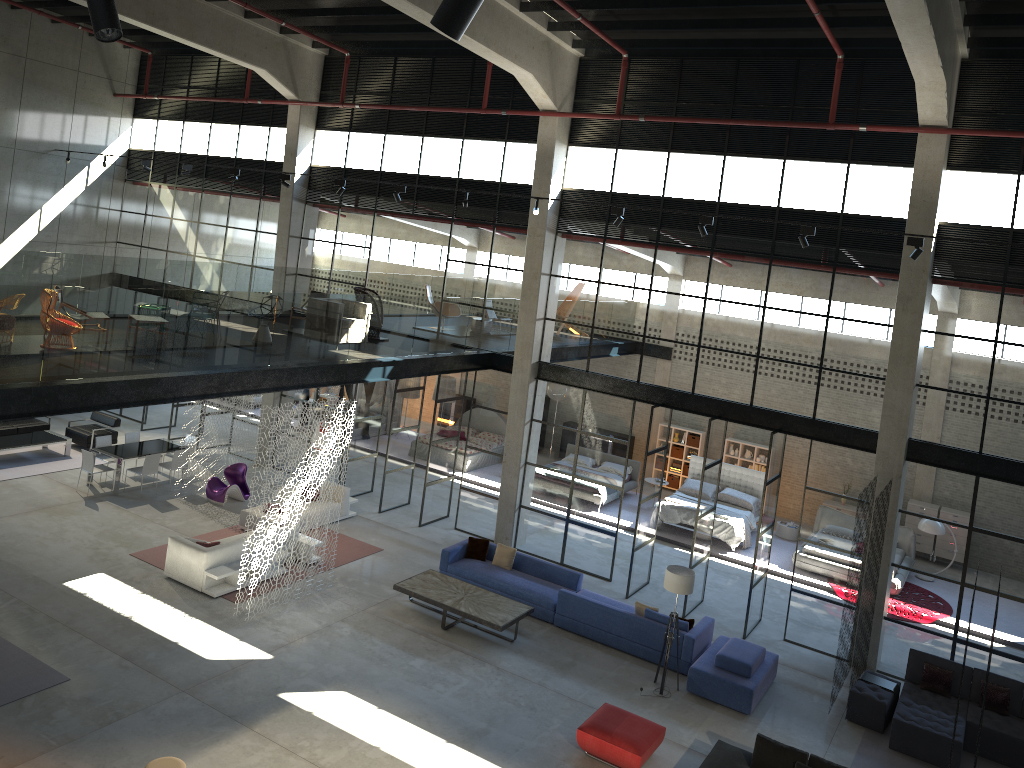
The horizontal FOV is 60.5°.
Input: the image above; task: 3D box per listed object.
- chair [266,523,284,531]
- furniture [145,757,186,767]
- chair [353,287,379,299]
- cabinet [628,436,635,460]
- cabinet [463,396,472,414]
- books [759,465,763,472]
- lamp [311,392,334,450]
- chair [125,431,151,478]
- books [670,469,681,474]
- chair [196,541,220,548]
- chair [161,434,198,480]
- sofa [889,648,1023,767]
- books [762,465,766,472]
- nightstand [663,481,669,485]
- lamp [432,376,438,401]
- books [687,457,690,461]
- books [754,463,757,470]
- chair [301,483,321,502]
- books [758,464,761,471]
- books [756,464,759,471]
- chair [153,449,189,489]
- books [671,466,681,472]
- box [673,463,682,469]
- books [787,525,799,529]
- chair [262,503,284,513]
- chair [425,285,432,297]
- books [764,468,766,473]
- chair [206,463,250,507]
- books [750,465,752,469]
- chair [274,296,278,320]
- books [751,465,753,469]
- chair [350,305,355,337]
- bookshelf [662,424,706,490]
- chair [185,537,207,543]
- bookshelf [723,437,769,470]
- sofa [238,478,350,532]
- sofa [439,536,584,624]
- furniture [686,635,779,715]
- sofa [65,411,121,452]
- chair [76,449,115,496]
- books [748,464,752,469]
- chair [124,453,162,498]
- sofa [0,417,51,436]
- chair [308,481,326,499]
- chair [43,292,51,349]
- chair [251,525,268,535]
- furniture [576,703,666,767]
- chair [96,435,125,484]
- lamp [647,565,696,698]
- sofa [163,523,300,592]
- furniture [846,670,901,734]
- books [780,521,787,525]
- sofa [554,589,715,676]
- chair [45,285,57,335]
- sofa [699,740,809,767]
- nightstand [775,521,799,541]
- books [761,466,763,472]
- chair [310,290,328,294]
[{"bbox_3d":[-4.241,2.607,15.417,0.271,0.321,0.395,10,6,31],"label":"chair"},{"bbox_3d":[-3.536,4.072,8.888,0.403,0.399,0.402,9,5,19],"label":"furniture"},{"bbox_3d":[-2.966,-1.455,17.971,0.687,0.983,0.833,8,4,0],"label":"chair"},{"bbox_3d":[2.423,1.883,25.279,2.104,1.156,0.448,12,4,30],"label":"cabinet"},{"bbox_3d":[-1.761,0.946,27.687,1.051,1.157,0.448,10,3,30],"label":"cabinet"},{"bbox_3d":[6.492,2.269,22.878,0.056,0.340,0.252,8,3,30],"label":"books"},{"bbox_3d":[-3.511,0.652,16.581,0.444,1.097,0.437,9,2,38],"label":"lamp"},{"bbox_3d":[-8.256,1.552,19.337,0.551,0.868,0.418,9,3,30],"label":"chair"},{"bbox_3d":[4.509,2.381,24.045,0.312,0.055,0.230,13,10,30],"label":"books"},{"bbox_3d":[-4.951,2.697,14.303,0.400,0.334,0.285,6,4,-15],"label":"chair"},{"bbox_3d":[-7.429,1.616,19.627,0.424,0.868,0.543,9,3,30],"label":"chair"},{"bbox_3d":[7.315,4.857,11.530,4.194,0.866,1.824,13,9,30],"label":"sofa"},{"bbox_3d":[6.556,2.289,22.840,0.036,0.331,0.252,8,3,30],"label":"books"},{"bbox_3d":[3.526,2.744,21.663,0.601,0.697,0.606,8,4,2],"label":"nightstand"},{"bbox_3d":[-1.983,0.750,25.738,0.797,1.918,0.689,7,2,-18],"label":"lamp"},{"bbox_3d":[4.911,2.047,23.821,0.259,0.071,0.213,12,9,30],"label":"books"},{"bbox_3d":[6.391,2.251,22.938,0.069,0.334,0.252,8,4,30],"label":"books"},{"bbox_3d":[-4.109,2.223,17.952,0.408,0.334,0.260,5,5,-27],"label":"chair"},{"bbox_3d":[6.473,2.265,22.910,0.065,0.333,0.252,8,4,30],"label":"books"},{"bbox_3d":[6.430,2.259,22.915,0.059,0.333,0.252,8,3,30],"label":"books"},{"bbox_3d":[-7.278,1.774,18.757,0.551,0.868,0.418,9,3,30],"label":"chair"},{"bbox_3d":[4.516,2.325,24.044,0.285,0.055,0.230,13,10,30],"label":"books"},{"bbox_3d":[4.536,2.243,24.061,0.215,0.108,0.131,12,7,30],"label":"box"},{"bbox_3d":[6.647,3.348,20.705,0.231,0.046,0.300,14,11,35],"label":"books"},{"bbox_3d":[-4.616,2.389,16.951,0.413,0.107,0.412,5,9,-14],"label":"chair"},{"bbox_3d":[-1.651,-1.861,21.506,0.969,1.025,0.802,5,5,-32],"label":"chair"},{"bbox_3d":[6.596,2.319,22.815,0.027,0.287,0.252,8,4,30],"label":"books"},{"bbox_3d":[-5.914,2.077,18.375,0.662,0.745,0.795,10,6,30],"label":"chair"},{"bbox_3d":[6.245,2.259,22.971,0.061,0.265,0.186,8,3,30],"label":"books"},{"bbox_3d":[-4.389,-1.162,15.523,0.564,0.798,0.610,7,4,-3],"label":"chair"},{"bbox_3d":[6.281,2.261,22.953,0.052,0.276,0.186,8,3,30],"label":"books"},{"bbox_3d":[-3.206,-1.116,16.126,0.813,0.829,0.981,10,6,30],"label":"chair"},{"bbox_3d":[4.544,2.065,24.025,1.252,1.753,0.328,10,2,30],"label":"bookshelf"},{"bbox_3d":[-5.172,2.652,14.459,0.391,0.271,0.320,8,6,5],"label":"chair"},{"bbox_3d":[6.156,2.427,23.078,1.252,1.753,0.328,10,2,30],"label":"bookshelf"},{"bbox_3d":[-4.298,2.466,17.520,0.952,0.665,2.146,11,9,29],"label":"sofa"},{"bbox_3d":[-0.032,3.401,15.403,2.360,0.602,1.053,12,8,30],"label":"sofa"},{"bbox_3d":[3.325,4.203,13.093,0.959,0.552,1.536,11,9,29],"label":"furniture"},{"bbox_3d":[-9.989,1.131,20.893,0.961,0.756,0.819,11,6,30],"label":"sofa"},{"bbox_3d":[-8.458,1.759,17.863,0.424,0.868,0.543,9,3,30],"label":"chair"},{"bbox_3d":[6.211,2.247,22.986,0.090,0.275,0.186,8,3,30],"label":"books"},{"bbox_3d":[-7.631,1.823,18.154,0.551,0.868,0.418,9,3,30],"label":"chair"},{"bbox_3d":[-11.926,1.006,20.056,0.829,0.753,2.452,11,9,29],"label":"sofa"},{"bbox_3d":[-4.027,2.203,18.139,0.378,0.336,0.257,5,5,-26],"label":"chair"},{"bbox_3d":[-6.235,-0.894,12.120,0.568,0.793,0.595,7,4,-5],"label":"chair"},{"bbox_3d":[-4.424,2.622,15.176,0.271,0.317,0.394,9,6,17],"label":"chair"},{"bbox_3d":[1.360,4.409,10.927,0.864,0.375,0.854,12,9,30],"label":"furniture"},{"bbox_3d":[-8.609,1.601,18.733,0.551,0.868,0.418,9,3,30],"label":"chair"},{"bbox_3d":[2.275,3.574,12.620,0.433,1.738,0.666,8,2,27],"label":"lamp"},{"bbox_3d":[-4.711,2.822,14.925,0.958,0.666,2.137,11,9,29],"label":"sofa"},{"bbox_3d":[5.271,4.599,12.774,0.515,0.453,0.958,11,8,34],"label":"furniture"},{"bbox_3d":[6.461,3.307,20.873,0.136,0.021,0.193,13,10,29],"label":"books"},{"bbox_3d":[1.974,3.799,14.203,2.360,0.719,1.053,12,8,30],"label":"sofa"},{"bbox_3d":[-6.459,-1.031,13.058,0.776,0.767,0.639,4,5,-35],"label":"chair"},{"bbox_3d":[3.169,4.719,9.884,2.129,0.559,1.080,12,9,30],"label":"sofa"},{"bbox_3d":[6.550,3.484,20.788,0.585,0.298,0.480,11,8,26],"label":"nightstand"},{"bbox_3d":[6.531,2.288,22.855,0.020,0.318,0.252,8,4,30],"label":"books"},{"bbox_3d":[-4.029,-1.440,17.510,0.525,0.822,0.555,9,4,30],"label":"chair"}]
